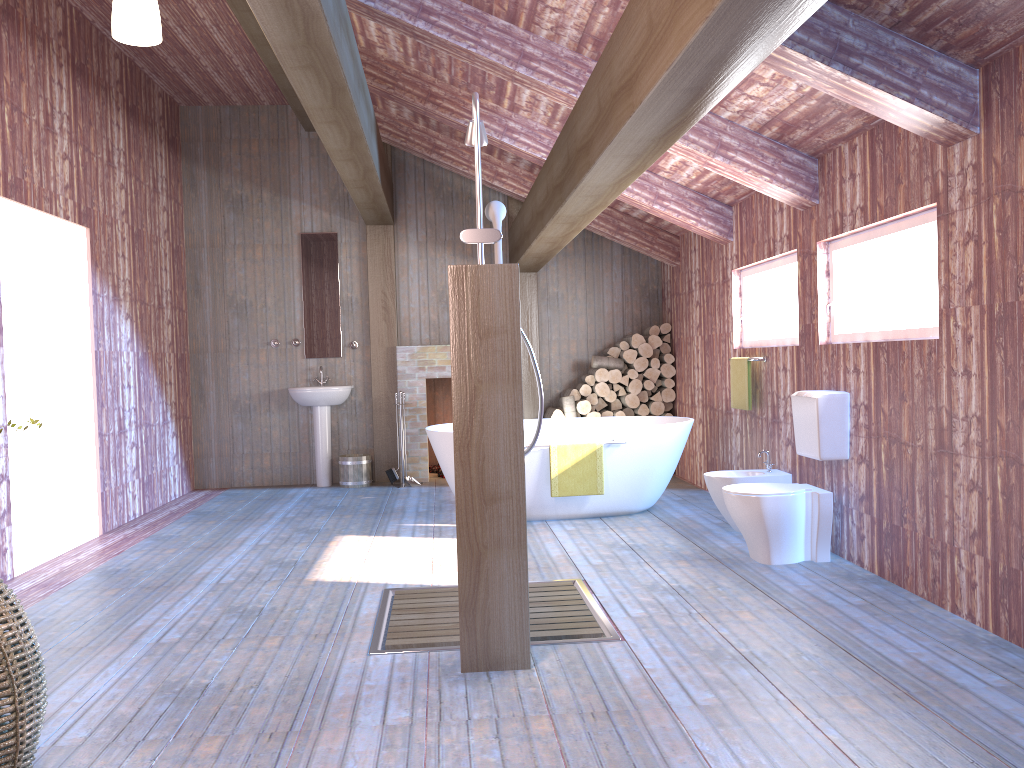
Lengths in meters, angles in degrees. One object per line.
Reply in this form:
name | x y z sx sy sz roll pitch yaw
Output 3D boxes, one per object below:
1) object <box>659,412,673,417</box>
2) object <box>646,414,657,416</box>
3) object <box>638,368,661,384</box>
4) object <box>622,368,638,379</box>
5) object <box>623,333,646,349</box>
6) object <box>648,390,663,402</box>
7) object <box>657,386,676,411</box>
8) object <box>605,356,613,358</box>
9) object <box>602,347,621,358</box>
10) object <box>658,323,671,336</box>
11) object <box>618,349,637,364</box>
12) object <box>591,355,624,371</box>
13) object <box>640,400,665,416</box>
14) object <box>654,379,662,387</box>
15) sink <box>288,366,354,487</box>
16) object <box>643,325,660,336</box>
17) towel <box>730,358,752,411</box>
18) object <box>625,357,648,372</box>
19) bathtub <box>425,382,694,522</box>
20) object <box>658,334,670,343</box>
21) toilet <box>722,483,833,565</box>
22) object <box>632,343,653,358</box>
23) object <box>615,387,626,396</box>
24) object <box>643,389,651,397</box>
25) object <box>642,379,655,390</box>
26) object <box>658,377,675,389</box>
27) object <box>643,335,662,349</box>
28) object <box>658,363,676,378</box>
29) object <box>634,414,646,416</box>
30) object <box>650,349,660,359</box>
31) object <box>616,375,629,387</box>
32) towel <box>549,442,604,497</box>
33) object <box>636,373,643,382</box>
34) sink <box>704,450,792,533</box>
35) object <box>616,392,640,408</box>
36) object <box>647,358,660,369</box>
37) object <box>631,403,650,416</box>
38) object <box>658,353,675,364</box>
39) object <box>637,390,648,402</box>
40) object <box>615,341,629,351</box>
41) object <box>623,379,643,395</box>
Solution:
object | 1.450 0.337 8.562 0.139 0.137 0.455 -2 1 -6
object | 1.329 0.340 8.631 0.118 0.106 0.319 -2 1 -7
object | 1.298 -0.082 8.548 0.172 0.151 0.482 -2 1 -3
object | 1.114 -0.101 8.500 0.102 0.109 0.438 -2 1 -4
object | 1.170 -0.410 8.520 0.135 0.139 0.456 -2 1 -3
object | 1.341 0.109 8.527 0.115 0.112 0.423 -2 1 -4
object | 1.456 0.151 8.546 0.137 0.256 0.439 -2 1 -4
object | 0.913 -0.207 8.580 0.113 0.130 0.291 -2 1 -3
object | 0.963 -0.294 8.584 0.140 0.121 0.319 -2 1 -3
object | 1.450 -0.525 8.557 0.112 0.113 0.271 -2 1 -4
object | 1.089 -0.268 8.516 0.139 0.148 0.458 -2 1 -4
object | 0.902 -0.197 8.382 0.302 0.157 0.121 -2 1 -4
object | 1.344 0.225 8.537 0.137 0.133 0.437 -2 1 -6
object | 1.397 -0.014 8.573 0.088 0.092 0.280 -2 1 -4
sink | -1.787 0.402 8.320 0.582 1.143 0.475 -2 1 -5
object | 1.344 -0.498 8.548 0.104 0.121 0.270 -2 1 -3
towel | 1.597 -0.003 6.189 0.032 0.361 0.370 -2 1 -4
object | 1.190 -0.182 8.508 0.143 0.151 0.440 -2 1 -4
bathtub | 0.339 0.401 6.553 1.935 1.109 1.460 -1 2 17
object | 1.455 -0.440 8.575 0.081 0.100 0.281 -2 1 -5
toilet | 1.423 0.763 4.846 0.534 0.400 0.375 -2 1 -4
object | 1.226 -0.319 8.508 0.141 0.143 0.437 -2 1 -6
object | 1.035 0.062 8.504 0.085 0.096 0.280 -2 1 -4
object | 1.285 0.084 8.508 0.065 0.069 0.177 -2 1 -5
object | 1.268 0.001 8.516 0.102 0.109 0.438 -2 1 -4
object | 1.462 -0.016 8.533 0.102 0.109 0.438 -2 1 -4
object | 1.329 -0.400 8.535 0.133 0.142 0.456 -2 1 -3
object | 1.450 -0.134 8.533 0.147 0.152 0.439 -2 1 -4
object | 1.227 0.348 8.493 0.116 0.117 0.289 -2 1 -7
object | 1.341 -0.286 8.619 0.132 0.119 0.319 -2 1 -3
object | 1.028 -0.027 8.494 0.109 0.124 0.424 -2 1 -5
towel | 0.439 0.577 5.992 0.370 0.361 0.032 -2 1 -8
object | 1.192 -0.056 8.489 0.095 0.090 0.278 -2 1 -3
sink | 1.480 0.681 5.636 0.515 0.517 0.335 -2 1 -4
object | 1.101 0.152 8.508 0.141 0.143 0.437 -2 1 -6
object | 1.329 -0.199 8.517 0.089 0.106 0.437 -2 1 -3
object | 1.221 0.240 8.495 0.114 0.113 0.301 -2 1 -7
object | 1.459 -0.247 8.528 0.102 0.109 0.438 -2 1 -4
object | 1.217 0.112 8.503 0.111 0.118 0.302 -2 1 -5
object | 1.055 -0.365 8.482 0.094 0.097 0.227 -2 1 -4
object | 1.140 0.026 8.509 0.136 0.157 0.439 -2 1 -4
